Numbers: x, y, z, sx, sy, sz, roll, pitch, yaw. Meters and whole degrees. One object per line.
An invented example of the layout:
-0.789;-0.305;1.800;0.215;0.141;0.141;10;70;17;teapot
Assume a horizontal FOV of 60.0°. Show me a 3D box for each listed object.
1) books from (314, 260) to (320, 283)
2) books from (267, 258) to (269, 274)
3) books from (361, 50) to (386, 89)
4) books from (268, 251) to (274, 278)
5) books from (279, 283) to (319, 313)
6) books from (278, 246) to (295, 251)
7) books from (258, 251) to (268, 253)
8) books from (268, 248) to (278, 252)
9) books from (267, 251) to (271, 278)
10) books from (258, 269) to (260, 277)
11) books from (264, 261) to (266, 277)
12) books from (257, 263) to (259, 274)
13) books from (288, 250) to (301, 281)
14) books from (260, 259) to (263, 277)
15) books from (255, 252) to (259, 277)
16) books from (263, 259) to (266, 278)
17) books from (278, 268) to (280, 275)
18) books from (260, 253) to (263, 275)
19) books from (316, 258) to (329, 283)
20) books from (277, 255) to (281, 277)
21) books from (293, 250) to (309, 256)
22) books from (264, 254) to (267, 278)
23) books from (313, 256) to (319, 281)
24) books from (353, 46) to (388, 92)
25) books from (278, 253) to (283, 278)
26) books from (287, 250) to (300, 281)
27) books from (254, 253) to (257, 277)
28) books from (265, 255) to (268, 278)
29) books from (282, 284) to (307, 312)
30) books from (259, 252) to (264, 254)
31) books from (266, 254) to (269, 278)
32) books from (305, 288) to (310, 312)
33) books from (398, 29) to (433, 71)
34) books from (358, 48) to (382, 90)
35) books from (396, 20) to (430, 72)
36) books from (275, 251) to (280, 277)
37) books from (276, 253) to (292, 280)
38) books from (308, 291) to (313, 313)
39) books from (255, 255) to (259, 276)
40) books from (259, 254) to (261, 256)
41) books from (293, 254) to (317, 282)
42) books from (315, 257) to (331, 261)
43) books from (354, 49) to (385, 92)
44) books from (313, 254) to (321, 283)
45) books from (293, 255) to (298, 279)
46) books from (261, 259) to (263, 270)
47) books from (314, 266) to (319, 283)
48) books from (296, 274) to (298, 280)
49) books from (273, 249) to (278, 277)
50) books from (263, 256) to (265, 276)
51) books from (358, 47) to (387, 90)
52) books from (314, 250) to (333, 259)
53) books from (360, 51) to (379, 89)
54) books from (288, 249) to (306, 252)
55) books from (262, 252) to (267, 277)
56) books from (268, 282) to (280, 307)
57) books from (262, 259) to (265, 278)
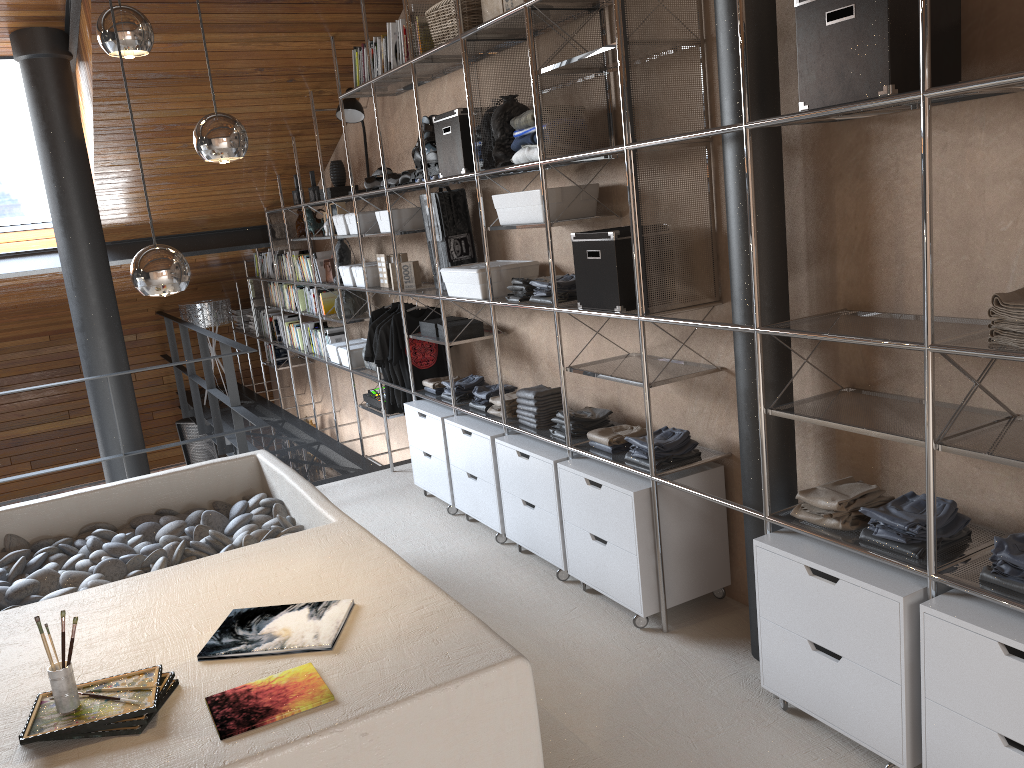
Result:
-1.404;-0.849;6.626;0.119;0.166;0.072;-12;13;-27;books
-2.126;-1.056;7.952;0.126;0.194;0.064;-12;13;-27;books
-0.794;-1.814;5.107;0.146;0.208;0.071;-12;13;-27;books
-2.056;-1.056;7.792;0.148;0.229;0.073;-12;13;-27;books
-1.748;-0.732;7.362;0.139;0.211;1.041;-12;13;-27;books
-1.908;-1.040;7.570;0.143;0.268;0.020;-12;13;-27;books
-2.280;-1.118;8.235;0.143;0.233;0.081;-12;13;-27;books
-2.092;-1.086;7.913;0.143;0.264;0.088;-12;13;-27;books
-2.079;-1.061;7.832;0.148;0.229;0.073;-12;13;-27;books
-2.304;-1.107;8.276;0.130;0.202;0.063;-12;13;-27;books
-2.171;-1.067;8.024;0.138;0.189;0.065;-12;13;-27;books
-2.301;-1.125;8.301;0.161;0.228;0.080;-12;13;-27;books
-1.704;-0.956;7.139;0.148;0.232;0.053;-12;13;-27;books
-2.247;-1.072;8.152;0.119;0.169;0.058;-12;13;-27;books
-2.328;-1.135;8.361;0.169;0.229;0.077;-12;13;-27;books
-2.189;-1.057;8.034;0.112;0.173;0.054;-12;13;-27;books
-1.940;-1.011;7.606;0.130;0.208;0.010;-12;13;-27;books
-2.212;-1.094;8.120;0.161;0.219;0.074;-12;13;-27;books
-1.381;-0.843;6.571;0.112;0.169;0.068;-12;13;-27;books
-1.927;-1.012;7.598;0.148;0.206;0.018;-12;13;-27;books
-1.660;-0.957;7.122;0.148;0.232;0.053;-12;13;-27;books
-2.162;-1.074;8.008;0.137;0.213;0.068;-12;13;-27;books
-1.410;-0.865;6.641;0.127;0.192;0.079;-12;13;-27;books
-0.834;-1.859;5.237;0.206;0.249;0.074;-12;13;-27;books
-1.915;-1.017;7.552;0.129;0.231;0.010;-12;13;-27;books
-1.727;-0.962;7.180;0.148;0.232;0.053;-12;13;-27;books
-2.356;-1.136;8.378;0.148;0.229;0.073;-12;13;-27;books
-2.155;-1.068;7.998;0.131;0.202;0.068;-12;13;-27;books
-1.755;-0.722;7.334;0.139;0.208;0.494;-12;13;-27;books
-2.269;-1.113;8.225;0.129;0.226;0.069;-12;13;-27;books
-2.134;-1.068;7.958;0.133;0.215;0.070;-12;13;-27;books
-1.546;-0.678;7.048;0.169;0.189;0.018;-12;13;-27;books
-0.503;-1.768;4.633;0.191;0.244;0.075;-12;13;-27;books
-0.820;-1.834;5.163;0.148;0.229;0.073;-12;13;-27;books
-0.513;-1.771;4.640;0.191;0.249;0.077;-12;13;-27;books
-1.948;-1.035;7.650;0.148;0.234;0.013;-12;13;-27;books
-1.868;-0.993;7.454;0.131;0.216;0.509;-12;13;-27;books
-1.522;-0.651;6.960;0.130;0.169;0.010;-12;13;-27;books
-2.328;-1.124;8.337;0.149;0.202;0.067;-12;13;-27;books
-2.234;-1.104;8.186;0.177;0.214;0.064;-12;13;-27;books
-1.556;-0.902;6.878;0.139;0.206;0.498;-12;13;-27;books
-1.382;-0.848;6.583;0.117;0.176;0.074;-12;13;-27;books
-0.834;-1.840;5.199;0.169;0.229;0.077;-12;13;-27;books
-1.376;-0.873;6.607;0.161;0.215;0.092;-12;13;-27;books
-1.670;-0.943;7.129;0.149;0.205;0.049;-12;13;-27;books
-2.223;-1.065;8.096;0.112;0.173;0.054;-12;13;-27;books
-1.421;-0.865;6.647;0.127;0.192;0.079;-12;13;-27;books
-1.679;-0.932;7.137;0.131;0.180;0.042;-12;13;-27;books
-2.007;-1.066;7.803;0.191;0.249;0.077;-12;13;-27;books
-2.195;-1.067;8.036;0.111;0.194;0.059;-12;13;-27;books
-0.807;-1.830;5.139;0.161;0.228;0.080;-12;13;-27;books
-1.363;-0.886;6.605;0.177;0.208;0.082;-12;13;-27;books
-0.810;-1.811;5.113;0.130;0.202;0.063;-12;13;-27;books
-1.727;-0.970;7.215;0.143;0.236;0.062;-12;13;-27;books
-2.195;-1.084;8.044;0.122;0.227;0.076;-12;13;-27;books
-2.062;-0.811;7.903;0.130;0.216;0.311;-12;13;-27;books
-2.214;-1.060;8.071;0.111;0.171;0.056;-12;13;-27;books
